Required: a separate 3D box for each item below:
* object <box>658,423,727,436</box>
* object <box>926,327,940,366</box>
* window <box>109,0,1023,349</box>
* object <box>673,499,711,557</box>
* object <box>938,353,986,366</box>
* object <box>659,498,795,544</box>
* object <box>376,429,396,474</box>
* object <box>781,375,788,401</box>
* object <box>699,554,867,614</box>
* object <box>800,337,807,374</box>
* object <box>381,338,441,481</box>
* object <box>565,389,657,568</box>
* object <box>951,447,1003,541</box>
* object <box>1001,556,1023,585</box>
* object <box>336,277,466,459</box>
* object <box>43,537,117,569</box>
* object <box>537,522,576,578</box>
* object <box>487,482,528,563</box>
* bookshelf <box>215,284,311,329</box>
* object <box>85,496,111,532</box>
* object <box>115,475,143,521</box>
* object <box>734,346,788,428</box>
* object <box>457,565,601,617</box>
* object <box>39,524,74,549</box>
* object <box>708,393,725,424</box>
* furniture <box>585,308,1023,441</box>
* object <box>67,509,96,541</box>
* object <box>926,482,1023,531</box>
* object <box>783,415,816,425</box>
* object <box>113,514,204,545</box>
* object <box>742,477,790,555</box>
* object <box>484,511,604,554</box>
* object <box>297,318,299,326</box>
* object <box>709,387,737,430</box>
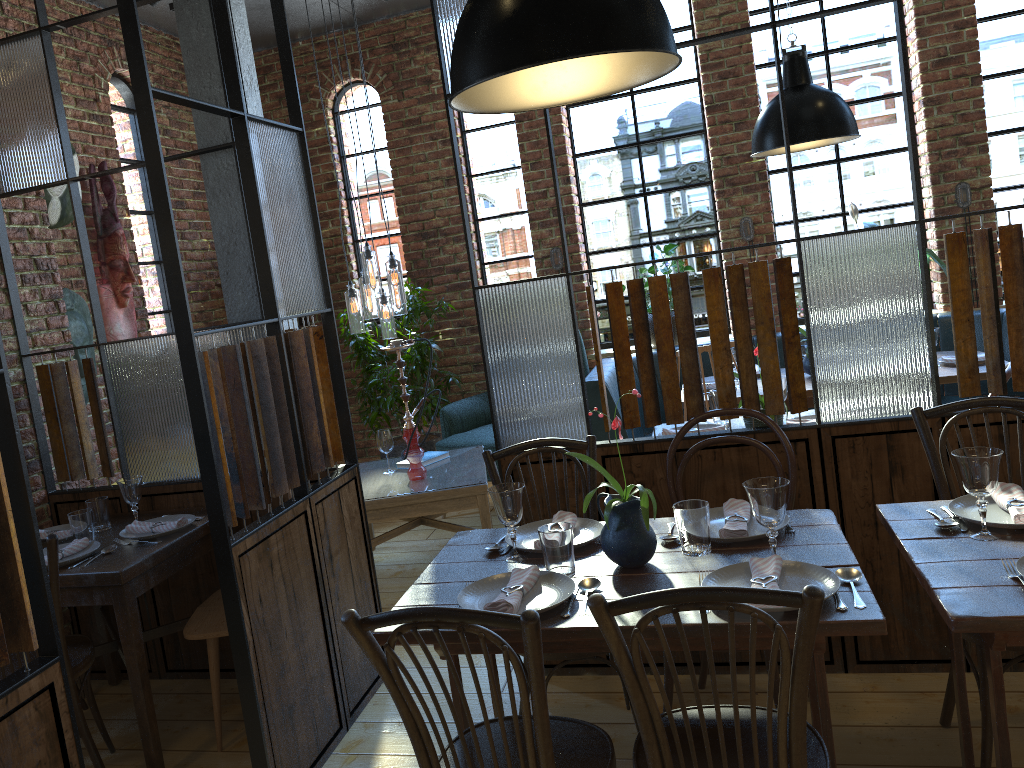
[{"bbox_3d":[0.690,0.184,3.353,0.277,0.051,0.317,-6,8,18],"label":"object"},{"bbox_3d":[2.122,-0.186,4.466,0.103,0.191,0.094,-3,8,44],"label":"object"},{"bbox_3d":[0.352,-1.276,5.196,8.333,2.420,3.533,-11,7,-17],"label":"window"},{"bbox_3d":[0.437,0.347,2.119,0.084,0.119,0.085,-9,6,-2],"label":"object"},{"bbox_3d":[2.293,-0.136,4.435,0.277,0.051,0.317,-6,8,18],"label":"object"},{"bbox_3d":[0.545,0.350,2.250,0.334,0.051,0.263,-6,8,19],"label":"object"},{"bbox_3d":[-0.664,0.356,4.667,0.087,0.227,0.095,-12,7,-36],"label":"object"},{"bbox_3d":[1.006,0.067,3.325,0.095,0.191,0.102,-11,6,-27],"label":"object"},{"bbox_3d":[0.547,0.406,1.812,0.334,0.051,0.263,-6,8,19],"label":"object"},{"bbox_3d":[1.619,-0.156,4.839,0.103,0.191,0.094,-3,8,44],"label":"object"},{"bbox_3d":[-0.476,0.123,4.379,0.264,0.701,0.167,-8,5,8],"label":"object"},{"bbox_3d":[0.248,0.223,2.102,0.227,0.430,0.131,-5,6,34],"label":"object"},{"bbox_3d":[1.032,0.243,1.940,0.103,0.191,0.094,-4,7,36],"label":"object"},{"bbox_3d":[1.114,0.342,1.633,0.334,0.051,0.263,-6,8,19],"label":"object"},{"bbox_3d":[-0.729,0.052,5.995,0.853,1.523,0.733,-9,5,-5],"label":"object"},{"bbox_3d":[-1.524,0.573,2.990,0.334,0.051,0.263,-6,8,19],"label":"object"},{"bbox_3d":[0.110,0.399,2.104,0.084,0.119,0.085,-9,6,-2],"label":"object"},{"bbox_3d":[-0.002,0.359,2.275,0.103,0.191,0.094,-4,7,40],"label":"object"},{"bbox_3d":[-1.593,0.088,6.181,0.324,1.662,0.800,-7,6,14],"label":"bookshelf"},{"bbox_3d":[-1.574,0.497,3.360,0.081,0.119,0.088,-14,8,-43],"label":"object"},{"bbox_3d":[-1.412,0.445,3.290,0.103,0.191,0.094,-4,7,36],"label":"object"},{"bbox_3d":[0.832,0.018,3.003,0.133,0.425,0.218,-13,7,-41],"label":"object"},{"bbox_3d":[0.025,0.465,1.982,0.334,0.051,0.263,-6,8,19],"label":"object"},{"bbox_3d":[-1.736,0.566,3.301,0.277,0.051,0.317,-6,8,18],"label":"object"},{"bbox_3d":[0.845,0.096,3.571,0.085,0.119,0.084,-8,6,5],"label":"object"},{"bbox_3d":[1.797,0.151,4.962,2.679,0.819,1.336,-7,7,17],"label":"furniture"},{"bbox_3d":[-1.542,0.517,3.166,0.081,0.119,0.088,-14,8,-43],"label":"object"},{"bbox_3d":[1.147,0.283,2.044,0.334,0.051,0.263,-6,8,19],"label":"object"},{"bbox_3d":[1.127,0.133,3.227,0.277,0.051,0.317,-6,8,18],"label":"object"},{"bbox_3d":[-1.276,0.507,3.204,0.277,0.051,0.317,-6,8,18],"label":"object"},{"bbox_3d":[0.574,0.312,1.955,0.103,0.191,0.094,-4,7,36],"label":"object"},{"bbox_3d":[0.097,0.402,2.384,0.334,0.051,0.263,-6,8,19],"label":"object"},{"bbox_3d":[-1.596,-0.059,6.180,0.332,1.755,0.602,-8,5,8],"label":"object"},{"bbox_3d":[0.787,0.113,3.236,0.097,0.191,0.100,-9,6,-9],"label":"object"}]
